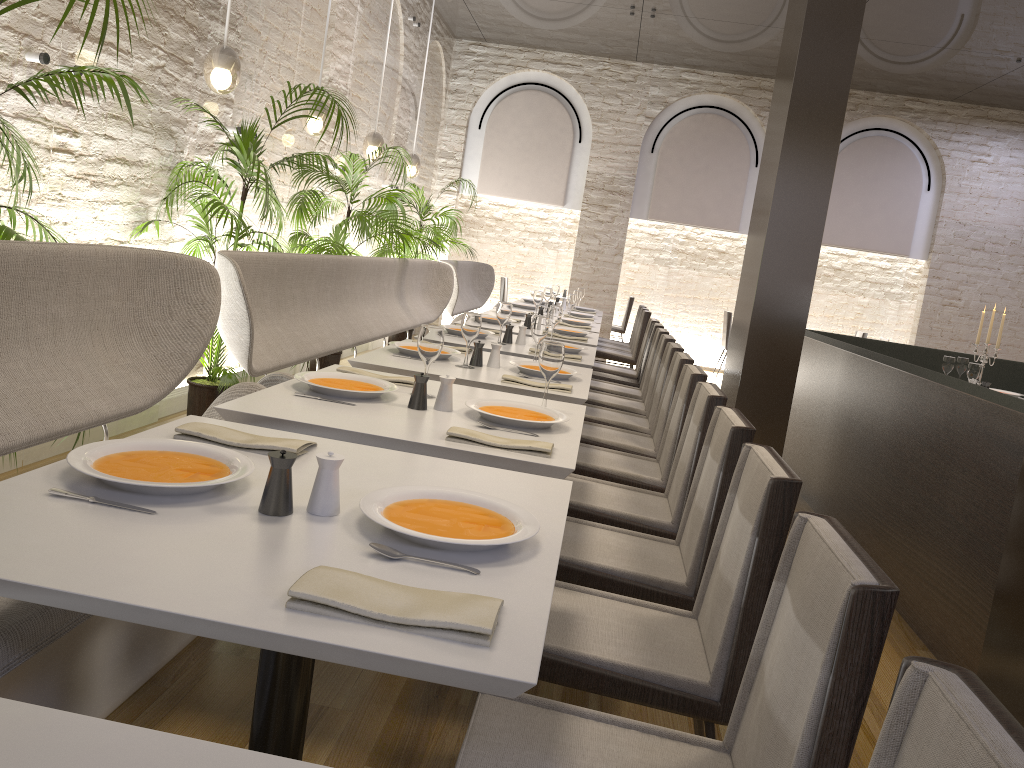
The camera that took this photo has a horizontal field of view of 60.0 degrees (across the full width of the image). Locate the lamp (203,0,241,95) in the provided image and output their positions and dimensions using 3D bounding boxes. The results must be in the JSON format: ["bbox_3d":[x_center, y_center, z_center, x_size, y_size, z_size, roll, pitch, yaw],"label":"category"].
[{"bbox_3d":[-1.299,-2.434,4.289,0.178,2.032,0.178,12,7,26],"label":"lamp"}]

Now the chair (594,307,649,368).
[{"bbox_3d":[1.043,-0.362,9.038,0.566,0.902,0.413,9,6,5],"label":"chair"}]

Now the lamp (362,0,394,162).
[{"bbox_3d":[-0.988,-2.802,7.080,0.177,2.032,0.179,7,6,-16],"label":"lamp"}]

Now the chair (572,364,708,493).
[{"bbox_3d":[0.446,0.342,3.690,0.566,0.902,0.413,9,6,5],"label":"chair"}]

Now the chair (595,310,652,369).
[{"bbox_3d":[0.981,-0.289,8.483,0.566,0.902,0.413,9,6,5],"label":"chair"}]

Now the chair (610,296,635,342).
[{"bbox_3d":[1.357,-0.803,12.324,0.566,0.902,0.413,9,6,5],"label":"chair"}]

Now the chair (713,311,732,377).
[{"bbox_3d":[3.130,-0.511,12.151,0.566,0.902,0.413,9,6,5],"label":"chair"}]

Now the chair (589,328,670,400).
[{"bbox_3d":[0.699,0.044,5.952,0.566,0.902,0.413,9,6,5],"label":"chair"}]

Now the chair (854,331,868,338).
[{"bbox_3d":[4.419,-0.299,12.025,0.566,0.902,0.413,9,6,5],"label":"chair"}]

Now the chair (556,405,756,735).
[{"bbox_3d":[0.318,0.493,2.542,0.566,0.902,0.413,9,6,5],"label":"chair"}]

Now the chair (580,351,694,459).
[{"bbox_3d":[0.508,0.268,4.245,0.566,0.902,0.413,9,6,5],"label":"chair"}]

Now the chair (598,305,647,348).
[{"bbox_3d":[1.107,-0.437,9.609,0.566,0.902,0.413,9,6,5],"label":"chair"}]

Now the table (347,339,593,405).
[{"bbox_3d":[-0.176,0.289,3.913,0.936,0.757,1.015,9,8,5],"label":"table"}]

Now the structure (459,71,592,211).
[{"bbox_3d":[0.224,-3.207,11.523,1.634,1.667,0.098,9,6,5],"label":"structure"}]

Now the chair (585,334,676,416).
[{"bbox_3d":[0.636,0.118,5.389,0.566,0.902,0.413,9,6,5],"label":"chair"}]

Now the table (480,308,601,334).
[{"bbox_3d":[0.205,-0.161,7.329,0.936,0.757,1.015,9,8,5],"label":"table"}]

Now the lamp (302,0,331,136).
[{"bbox_3d":[-1.144,-2.617,5.678,0.177,2.032,0.178,8,6,-10],"label":"lamp"}]

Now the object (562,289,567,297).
[{"bbox_3d":[0.734,-1.259,12.288,0.059,0.109,0.059,9,7,7],"label":"object"}]

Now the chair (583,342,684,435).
[{"bbox_3d":[0.570,0.195,4.803,0.566,0.902,0.413,9,6,5],"label":"chair"}]

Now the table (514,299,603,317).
[{"bbox_3d":[0.453,-0.453,9.550,0.936,0.757,1.015,9,8,5],"label":"table"}]

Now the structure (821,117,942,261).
[{"bbox_3d":[4.529,-2.498,11.103,1.634,1.667,0.098,9,6,5],"label":"structure"}]

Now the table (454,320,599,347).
[{"bbox_3d":[0.082,-0.015,6.222,0.936,0.757,1.015,9,8,5],"label":"table"}]

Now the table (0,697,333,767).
[{"bbox_3d":[-0.569,0.751,0.401,0.936,0.757,1.015,9,8,5],"label":"table"}]

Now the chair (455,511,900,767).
[{"bbox_3d":[0.189,0.644,1.393,0.566,0.902,0.413,9,6,5],"label":"chair"}]

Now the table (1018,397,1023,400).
[{"bbox_3d":[3.127,0.449,6.174,1.101,0.756,1.193,9,8,5],"label":"table"}]

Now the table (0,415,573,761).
[{"bbox_3d":[-0.430,0.588,1.640,0.936,0.757,1.015,9,8,5],"label":"table"}]

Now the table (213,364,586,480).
[{"bbox_3d":[-0.305,0.440,2.761,0.936,0.757,1.015,9,8,5],"label":"table"}]

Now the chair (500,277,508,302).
[{"bbox_3d":[0.067,-1.015,12.449,0.566,0.902,0.413,9,6,5],"label":"chair"}]

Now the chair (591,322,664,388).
[{"bbox_3d":[0.764,-0.033,6.536,0.566,0.902,0.413,9,6,5],"label":"chair"}]

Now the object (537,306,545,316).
[{"bbox_3d":[0.235,-0.582,7.219,0.060,0.109,0.059,14,9,41],"label":"object"}]

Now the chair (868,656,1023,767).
[{"bbox_3d":[0.127,0.717,0.833,0.566,0.902,0.413,9,6,5],"label":"chair"}]

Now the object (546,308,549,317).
[{"bbox_3d":[0.309,-0.577,7.257,0.060,0.109,0.059,14,9,41],"label":"object"}]

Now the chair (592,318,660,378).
[{"bbox_3d":[0.825,-0.106,7.088,0.566,0.902,0.413,9,6,5],"label":"chair"}]

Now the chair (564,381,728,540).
[{"bbox_3d":[0.380,0.419,3.102,0.566,0.902,0.413,9,6,5],"label":"chair"}]

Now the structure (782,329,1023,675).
[{"bbox_3d":[2.707,0.872,2.070,2.373,0.996,10.794,9,8,5],"label":"structure"}]

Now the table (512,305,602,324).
[{"bbox_3d":[0.327,-0.305,8.422,0.936,0.757,1.015,9,8,5],"label":"table"}]

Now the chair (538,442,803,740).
[{"bbox_3d":[0.255,0.566,1.981,0.566,0.902,0.413,9,6,5],"label":"chair"}]

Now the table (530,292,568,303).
[{"bbox_3d":[0.705,-0.838,12.399,0.936,0.757,1.015,9,8,5],"label":"table"}]

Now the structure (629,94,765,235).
[{"bbox_3d":[2.446,-2.841,11.306,1.634,1.667,0.098,9,6,5],"label":"structure"}]

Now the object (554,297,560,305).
[{"bbox_3d":[0.483,-0.874,9.440,0.060,0.109,0.059,14,9,41],"label":"object"}]

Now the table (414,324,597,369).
[{"bbox_3d":[-0.048,0.137,5.063,0.936,0.757,1.015,9,8,5],"label":"table"}]

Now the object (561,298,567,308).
[{"bbox_3d":[0.557,-0.869,9.478,0.060,0.109,0.059,14,9,41],"label":"object"}]

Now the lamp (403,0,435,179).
[{"bbox_3d":[-0.834,-2.982,8.453,0.177,2.032,0.179,7,6,-16],"label":"lamp"}]
